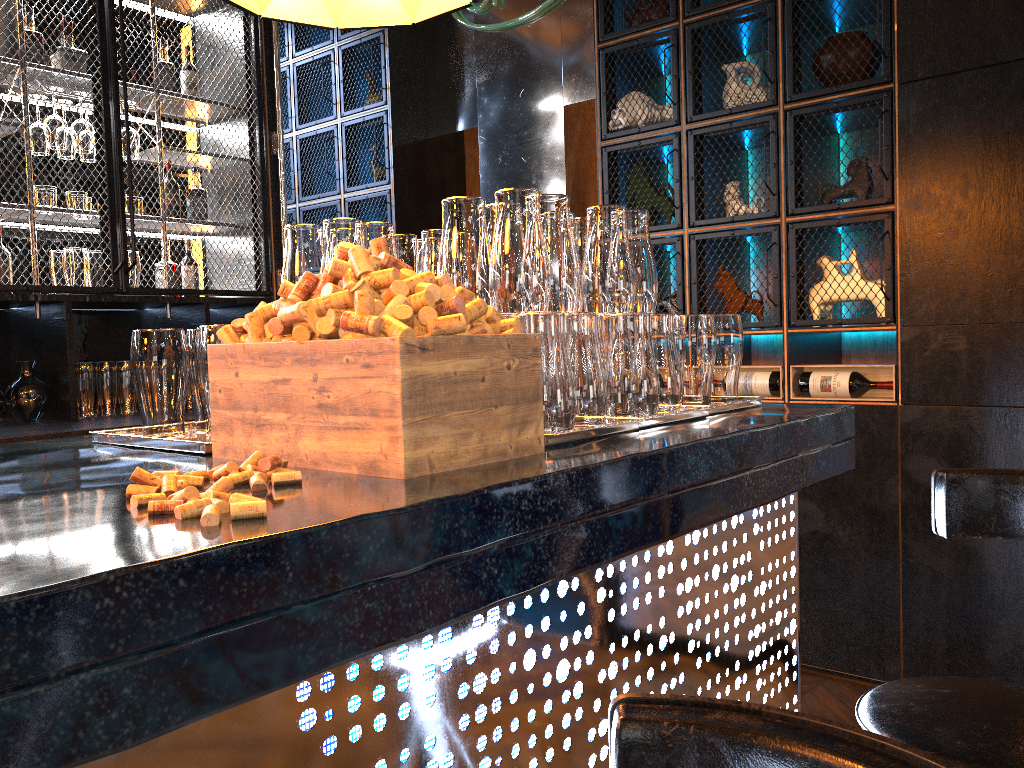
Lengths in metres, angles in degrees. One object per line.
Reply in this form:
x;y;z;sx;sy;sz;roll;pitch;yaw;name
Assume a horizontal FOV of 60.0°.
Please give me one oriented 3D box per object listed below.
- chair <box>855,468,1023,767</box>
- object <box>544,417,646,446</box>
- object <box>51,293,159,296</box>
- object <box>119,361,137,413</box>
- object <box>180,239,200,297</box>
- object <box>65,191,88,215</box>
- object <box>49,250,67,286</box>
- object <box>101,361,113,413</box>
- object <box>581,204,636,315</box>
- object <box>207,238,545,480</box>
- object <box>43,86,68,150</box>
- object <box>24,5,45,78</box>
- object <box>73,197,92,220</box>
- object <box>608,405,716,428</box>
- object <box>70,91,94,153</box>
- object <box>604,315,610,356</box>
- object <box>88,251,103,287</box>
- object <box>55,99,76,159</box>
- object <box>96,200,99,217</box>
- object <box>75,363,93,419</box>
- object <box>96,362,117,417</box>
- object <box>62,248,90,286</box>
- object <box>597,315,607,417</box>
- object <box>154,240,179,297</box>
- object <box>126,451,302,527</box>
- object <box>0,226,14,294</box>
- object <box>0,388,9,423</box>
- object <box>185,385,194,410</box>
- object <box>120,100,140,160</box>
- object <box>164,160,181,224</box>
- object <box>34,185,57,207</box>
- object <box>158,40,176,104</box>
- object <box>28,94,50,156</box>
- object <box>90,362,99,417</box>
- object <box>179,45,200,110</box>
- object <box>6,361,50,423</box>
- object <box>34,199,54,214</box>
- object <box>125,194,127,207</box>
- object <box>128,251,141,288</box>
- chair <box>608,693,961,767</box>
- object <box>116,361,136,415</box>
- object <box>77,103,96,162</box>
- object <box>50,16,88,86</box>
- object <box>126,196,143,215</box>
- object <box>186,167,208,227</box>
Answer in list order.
0.669;0.699;1.232;0.476;1.108;0.419;-4;4;-40;chair
-0.011;0.078;1.610;0.437;0.019;0.273;1;4;40;object
-1.804;-0.383;3.894;0.273;0.019;0.437;1;4;40;object
-1.695;0.014;3.919;0.079;0.231;0.079;-4;4;-40;object
-1.560;-0.550;4.288;0.086;0.298;0.086;-2;3;-1;object
-1.883;-0.781;3.839;0.089;0.092;0.089;1;4;41;object
-1.948;-0.471;3.847;0.105;0.209;0.105;-1;3;25;object
-1.801;0.017;3.942;0.079;0.231;0.079;-3;3;-17;object
0.187;-0.241;1.735;0.105;0.209;0.105;-3;3;-25;object
-0.202;-0.056;1.358;0.464;0.332;0.340;1;4;43;object
-1.909;-1.110;3.706;0.092;0.244;0.092;0;3;34;object
-2.017;-1.437;3.715;0.083;0.282;0.083;1;4;40;object
-1.924;-0.786;3.965;0.089;0.092;0.089;-1;3;16;object
0.164;0.061;1.832;0.437;0.019;0.273;1;4;40;object
-1.838;-1.116;3.790;0.092;0.244;0.092;0;3;34;object
0.212;-0.039;1.863;0.105;0.209;0.105;-3;3;-25;object
-1.825;-0.479;3.910;0.105;0.209;0.105;-1;3;25;object
-1.964;-1.117;3.896;0.092;0.244;0.092;0;3;34;object
-1.853;-0.793;4.061;0.089;0.092;0.089;-1;3;24;object
-1.781;0.029;3.682;0.079;0.231;0.079;-3;3;-14;object
-1.717;0.023;3.761;0.079;0.231;0.079;0;4;36;object
-1.855;-0.471;3.778;0.105;0.209;0.105;-1;3;25;object
0.147;-0.033;1.775;0.105;0.209;0.105;-3;3;-25;object
-1.630;-0.536;4.184;0.083;0.282;0.083;-1;3;25;object
-0.349;0.117;1.036;0.198;0.045;0.377;-2;3;-11;object
-2.099;-0.502;3.633;0.086;0.299;0.086;-2;3;-1;object
-2.091;0.006;3.510;0.170;0.313;0.170;0;3;34;object
-1.475;0.001;4.048;0.079;0.231;0.079;0;4;36;object
-1.707;-1.128;3.945;0.092;0.244;0.092;0;3;34;object
-1.619;-0.910;4.199;0.086;0.299;0.086;-2;3;-1;object
-1.938;-0.772;3.686;0.089;0.092;0.089;-1;3;24;object
-1.634;-1.471;4.170;0.083;0.282;0.083;-4;3;-35;object
-2.035;-1.111;3.812;0.092;0.244;0.092;0;3;34;object
-1.804;0.024;3.796;0.079;0.231;0.079;-1;3;20;object
-1.565;-1.488;4.294;0.086;0.298;0.086;-2;3;4;object
-1.956;0.031;3.583;0.158;0.248;0.158;0;3;34;object
-1.991;-0.775;3.780;0.089;0.092;0.089;-2;3;7;object
-1.745;-0.789;3.909;0.089;0.092;0.089;-1;3;24;object
-1.710;-0.485;3.955;0.105;0.209;0.105;-1;3;25;object
0.045;0.761;0.389;0.476;1.108;0.419;-4;3;-35;chair
-1.665;0.018;3.827;0.079;0.231;0.079;-1;3;16;object
-1.900;-1.123;3.972;0.092;0.244;0.092;0;3;34;object
-1.918;-1.444;3.835;0.123;0.279;0.123;1;4;44;object
-1.715;-0.795;4.014;0.089;0.092;0.089;-1;3;24;object
-1.529;-0.909;4.301;0.083;0.282;0.083;-4;4;-40;object
